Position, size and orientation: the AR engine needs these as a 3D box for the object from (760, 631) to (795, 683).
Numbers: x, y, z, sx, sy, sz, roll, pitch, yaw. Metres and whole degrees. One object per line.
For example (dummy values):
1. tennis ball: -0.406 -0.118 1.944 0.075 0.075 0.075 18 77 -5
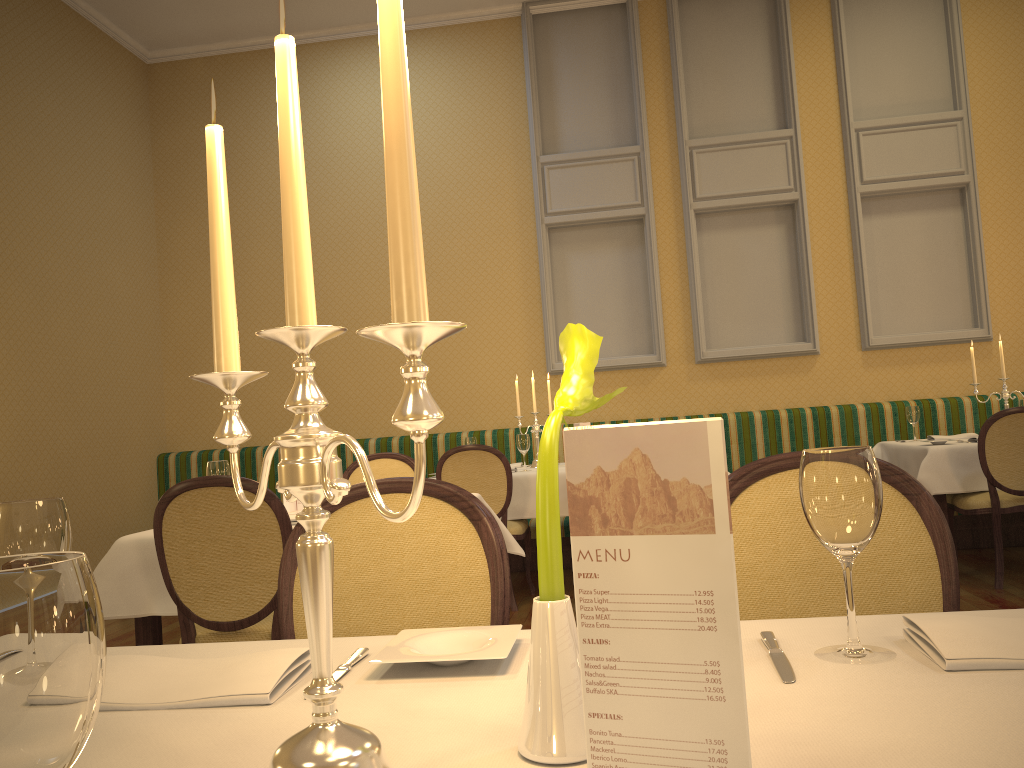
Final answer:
1. object: 0.295 0.301 0.984 0.017 0.010 0.185 -4 -3 8

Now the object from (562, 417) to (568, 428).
1. object: 0.357 0.356 5.893 0.076 0.375 0.163 -6 -3 29

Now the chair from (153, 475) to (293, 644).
1. chair: -0.840 0.760 2.892 0.530 0.955 0.571 -4 -3 7

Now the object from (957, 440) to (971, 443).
1. object: 2.648 0.337 5.198 0.038 0.015 0.181 -4 -3 9

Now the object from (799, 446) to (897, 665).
1. object: 0.372 0.186 0.987 0.088 0.229 0.088 -2 -3 -35

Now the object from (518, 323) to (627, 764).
1. object: 0.051 0.126 0.803 0.076 0.375 0.163 -6 -3 29

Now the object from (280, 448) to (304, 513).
1. object: -0.869 0.379 3.605 0.166 0.277 0.081 -2 -3 -36

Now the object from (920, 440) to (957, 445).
1. object: 2.487 0.343 5.169 0.160 0.024 0.160 -4 -3 7

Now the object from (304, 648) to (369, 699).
1. object: -0.204 0.339 1.047 0.017 0.010 0.185 -4 -3 8

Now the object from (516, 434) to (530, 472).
1. object: 0.074 0.426 5.493 0.088 0.229 0.088 -2 -3 -35

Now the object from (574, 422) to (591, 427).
1. object: 0.445 0.389 5.718 0.081 0.277 0.166 -6 -3 29

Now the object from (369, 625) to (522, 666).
1. object: -0.074 0.325 1.077 0.160 0.024 0.160 -4 -3 7

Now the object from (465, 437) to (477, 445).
1. object: -0.280 0.484 6.172 0.088 0.229 0.088 -2 -3 -35

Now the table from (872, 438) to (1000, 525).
1. table: 3.327 0.679 5.343 2.152 0.759 1.385 -4 -3 7

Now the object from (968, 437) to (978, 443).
1. object: 2.803 0.315 5.124 0.273 0.033 0.142 -4 -3 7

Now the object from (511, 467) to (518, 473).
1. object: -0.109 0.540 5.489 0.273 0.033 0.142 -4 -3 7

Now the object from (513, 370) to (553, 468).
1. object: 0.157 0.230 5.890 0.390 0.655 0.131 -2 -3 -37

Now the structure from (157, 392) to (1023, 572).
1. structure: 4.155 0.535 6.253 14.516 1.031 0.850 -4 -3 7

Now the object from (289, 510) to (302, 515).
1. object: -0.718 0.477 3.256 0.160 0.024 0.160 -4 -3 7

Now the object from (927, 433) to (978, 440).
1. object: 2.845 0.342 5.723 0.273 0.033 0.142 -4 -3 7

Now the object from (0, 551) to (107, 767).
1. object: -0.244 0.203 0.434 0.088 0.229 0.088 -2 -3 -35

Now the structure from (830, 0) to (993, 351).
1. structure: 3.079 -1.836 6.904 0.956 3.103 0.200 -4 -3 7

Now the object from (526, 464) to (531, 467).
1. object: 0.114 0.563 6.106 0.017 0.010 0.185 -4 -3 8

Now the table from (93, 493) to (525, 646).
1. table: -0.720 0.873 3.415 1.395 0.759 1.389 -4 -3 9

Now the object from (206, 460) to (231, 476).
1. object: -1.103 0.405 3.343 0.088 0.229 0.088 -2 -3 -35

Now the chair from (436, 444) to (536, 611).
1. chair: -0.179 0.829 5.258 0.530 0.955 0.571 -4 -3 7

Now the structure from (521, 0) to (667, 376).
1. structure: 0.650 -1.649 7.208 0.956 3.103 0.200 -4 -3 7

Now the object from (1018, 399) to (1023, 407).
1. object: 2.986 0.202 5.128 0.088 0.229 0.088 -2 -3 -35

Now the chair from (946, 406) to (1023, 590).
1. chair: 2.733 0.604 4.893 0.530 0.955 0.571 -4 -3 7

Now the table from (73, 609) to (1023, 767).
1. table: 0.098 0.680 0.649 2.152 0.759 1.385 -4 -3 7

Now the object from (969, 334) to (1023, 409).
1. object: 3.068 0.005 5.525 0.390 0.655 0.131 -5 -3 26

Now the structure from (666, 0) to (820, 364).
1. structure: 1.821 -1.739 7.062 0.956 3.103 0.200 -4 -3 7

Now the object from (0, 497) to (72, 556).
1. object: -0.598 0.261 1.114 0.088 0.229 0.088 -2 -3 -35

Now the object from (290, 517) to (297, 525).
1. object: -0.846 0.479 3.082 0.273 0.024 0.142 -4 -3 7

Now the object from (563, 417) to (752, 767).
1. object: 0.084 0.168 0.652 0.081 0.277 0.166 -3 -3 -21

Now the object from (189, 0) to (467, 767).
1. object: -0.161 -0.001 0.692 0.390 0.655 0.131 -7 -4 41

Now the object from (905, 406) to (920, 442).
1. object: 2.631 0.260 5.807 0.088 0.229 0.088 -2 -3 -35

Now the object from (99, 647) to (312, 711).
1. object: -0.384 0.342 1.029 0.273 0.033 0.142 -4 -3 7

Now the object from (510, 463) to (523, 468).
1. object: -0.066 0.566 6.088 0.273 0.033 0.142 -4 -3 7

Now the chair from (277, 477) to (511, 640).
1. chair: -0.218 0.644 1.415 0.530 0.955 0.571 -4 -3 7

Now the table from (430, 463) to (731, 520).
1. table: 0.416 0.904 5.707 2.152 0.759 1.385 -4 -3 7

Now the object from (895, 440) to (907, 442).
1. object: 2.552 0.374 5.819 0.038 0.015 0.181 -4 -3 9

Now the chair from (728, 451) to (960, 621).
1. chair: 0.547 0.585 1.319 0.530 0.955 0.571 -4 -3 7

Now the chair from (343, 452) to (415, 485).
1. chair: -0.632 0.805 4.117 0.530 0.955 0.571 -4 -3 7

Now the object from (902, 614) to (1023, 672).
1. object: 0.580 0.270 0.946 0.273 0.033 0.142 -4 -3 7

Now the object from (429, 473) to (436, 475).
1. object: -0.425 0.567 5.534 0.160 0.024 0.160 -4 -3 7
